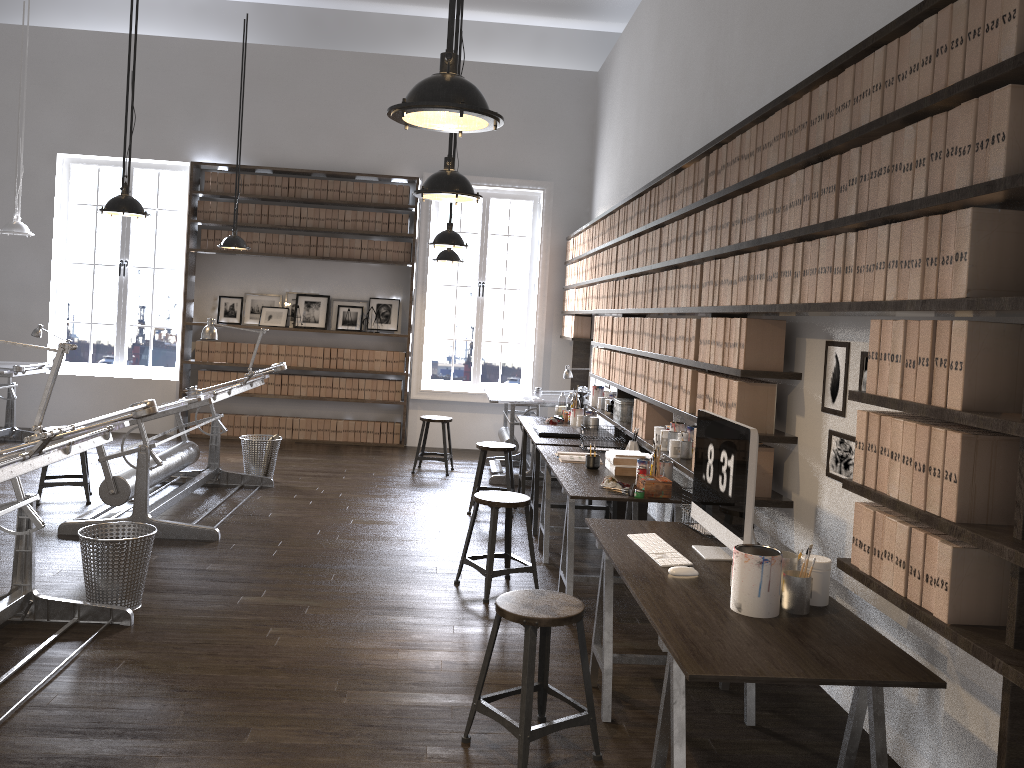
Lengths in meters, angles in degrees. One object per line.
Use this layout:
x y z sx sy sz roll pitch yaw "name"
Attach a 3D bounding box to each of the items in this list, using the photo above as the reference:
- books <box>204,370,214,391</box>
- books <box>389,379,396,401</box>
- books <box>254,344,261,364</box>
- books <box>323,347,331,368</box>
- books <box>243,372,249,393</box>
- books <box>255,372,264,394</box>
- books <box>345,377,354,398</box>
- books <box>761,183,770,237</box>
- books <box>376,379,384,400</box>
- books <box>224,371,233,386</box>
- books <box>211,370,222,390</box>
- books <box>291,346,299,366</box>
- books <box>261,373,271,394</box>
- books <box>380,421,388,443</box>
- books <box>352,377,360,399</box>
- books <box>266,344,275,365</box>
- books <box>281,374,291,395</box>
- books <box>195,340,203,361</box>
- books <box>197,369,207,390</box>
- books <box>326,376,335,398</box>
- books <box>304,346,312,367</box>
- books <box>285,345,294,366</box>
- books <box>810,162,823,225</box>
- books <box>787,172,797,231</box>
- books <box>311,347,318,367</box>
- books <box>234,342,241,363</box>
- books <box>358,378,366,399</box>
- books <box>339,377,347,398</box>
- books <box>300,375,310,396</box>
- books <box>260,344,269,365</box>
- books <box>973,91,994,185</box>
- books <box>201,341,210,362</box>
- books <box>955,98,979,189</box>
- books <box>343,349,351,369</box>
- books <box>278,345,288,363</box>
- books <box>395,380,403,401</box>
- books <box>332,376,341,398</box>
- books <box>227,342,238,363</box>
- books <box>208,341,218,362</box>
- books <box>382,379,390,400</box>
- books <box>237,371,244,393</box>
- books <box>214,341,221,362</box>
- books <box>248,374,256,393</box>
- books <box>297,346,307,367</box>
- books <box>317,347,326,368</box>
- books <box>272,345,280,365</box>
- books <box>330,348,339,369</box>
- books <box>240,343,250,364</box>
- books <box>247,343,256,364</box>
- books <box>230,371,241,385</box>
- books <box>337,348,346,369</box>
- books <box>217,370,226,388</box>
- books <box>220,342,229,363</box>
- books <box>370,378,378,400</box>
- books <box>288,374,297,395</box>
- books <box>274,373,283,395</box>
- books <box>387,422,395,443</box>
-3.363 -0.041 9.840 0.066 0.225 0.175 3 2 -4 "books"
-1.347 0.067 9.990 0.066 0.225 0.175 3 2 -4 "books"
-2.825 -0.334 9.876 0.066 0.225 0.175 3 2 -4 "books"
-2.065 -0.294 9.930 0.066 0.225 0.175 3 2 -4 "books"
-2.947 -0.019 9.874 0.066 0.225 0.175 3 2 -4 "books"
-2.814 -0.012 9.885 0.066 0.225 0.175 3 2 -4 "books"
-1.826 0.041 9.956 0.066 0.225 0.175 3 2 -4 "books"
1.116 -0.696 3.608 0.174 0.225 0.067 3 2 -4 "books"
-1.484 0.060 9.974 0.067 0.225 0.175 3 2 -4 "books"
-3.152 -0.030 9.860 0.066 0.225 0.175 3 2 -4 "books"
-3.291 -0.037 9.848 0.066 0.225 0.175 3 2 -4 "books"
-2.417 -0.313 9.906 0.066 0.225 0.175 3 2 -4 "books"
-2.743 -0.008 9.890 0.066 0.225 0.175 3 2 -4 "books"
-1.443 0.544 9.990 0.067 0.225 0.175 3 2 -4 "books"
-1.756 0.045 9.960 0.066 0.225 0.175 3 2 -4 "books"
-2.691 -0.327 9.884 0.066 0.225 0.175 3 2 -4 "books"
-2.527 0.004 9.900 0.067 0.225 0.175 3 2 -4 "books"
-3.458 -0.368 9.828 0.066 0.225 0.175 3 2 -4 "books"
-3.435 -0.045 9.834 0.067 0.225 0.175 3 2 -4 "books"
-2.039 0.031 9.934 0.067 0.225 0.175 3 2 -4 "books"
-2.275 -0.304 9.909 0.066 0.225 0.175 3 2 -4 "books"
-2.487 -0.316 9.899 0.066 0.225 0.175 3 2 -4 "books"
1.151 -0.658 3.119 0.174 0.225 0.067 3 2 -4 "books"
1.136 -0.674 3.326 0.174 0.225 0.067 3 2 -4 "books"
-2.203 -0.300 9.914 0.067 0.225 0.175 3 2 -4 "books"
-3.037 -0.346 9.861 0.066 0.225 0.175 3 2 -4 "books"
-1.686 0.049 9.961 0.067 0.225 0.175 3 2 -4 "books"
-1.895 0.038 9.948 0.066 0.225 0.175 3 2 -4 "books"
-2.315 0.015 9.918 0.066 0.225 0.175 3 2 -4 "books"
-2.758 -0.330 9.875 0.067 0.225 0.175 3 2 -4 "books"
1.220 -0.581 2.137 0.174 0.225 0.067 3 2 -4 "books"
-3.385 -0.364 9.830 0.066 0.225 0.175 3 2 -4 "books"
1.211 -0.586 2.204 0.174 0.225 0.067 3 2 -4 "books"
-1.845 -0.281 9.941 0.066 0.225 0.175 3 2 -4 "books"
-2.556 -0.320 9.890 0.067 0.225 0.175 3 2 -4 "books"
-1.276 0.071 9.990 0.066 0.225 0.175 3 2 -4 "books"
-1.967 0.034 9.939 0.066 0.225 0.175 3 2 -4 "books"
-3.111 -0.350 9.850 0.067 0.225 0.175 3 2 -4 "books"
-3.313 -0.360 9.835 0.067 0.225 0.175 3 2 -4 "books"
-1.418 0.064 9.984 0.066 0.225 0.175 3 2 -4 "books"
-3.010 -0.022 9.868 0.066 0.225 0.175 3 2 -4 "books"
-3.251 -0.357 9.844 0.066 0.225 0.175 3 2 -4 "books"
-2.880 -0.015 9.874 0.067 0.225 0.175 3 2 -4 "books"
-2.347 -0.309 9.907 0.066 0.225 0.175 3 2 -4 "books"
-2.140 -0.298 9.923 0.066 0.225 0.175 3 2 -4 "books"
-2.629 -0.324 9.887 0.066 0.225 0.175 3 2 -4 "books"
-1.991 -0.289 9.930 0.067 0.225 0.175 3 2 -4 "books"
-2.966 -0.342 9.862 0.066 0.225 0.175 3 2 -4 "books"
-2.896 -0.338 9.871 0.066 0.225 0.175 3 2 -4 "books"
-3.082 -0.026 9.861 0.067 0.225 0.175 3 2 -4 "books"
-1.916 -0.286 9.941 0.066 0.225 0.175 3 2 -4 "books"
-3.222 -0.034 9.857 0.066 0.225 0.175 3 2 -4 "books"
-3.186 -0.354 9.851 0.066 0.225 0.175 3 2 -4 "books"
-1.551 0.056 9.974 0.066 0.225 0.175 3 2 -4 "books"
-2.453 0.008 9.911 0.066 0.225 0.175 3 2 -4 "books"
-2.602 0.000 9.901 0.066 0.225 0.175 3 2 -4 "books"
-1.370 0.548 10.001 0.066 0.225 0.175 3 2 -4 "books"
